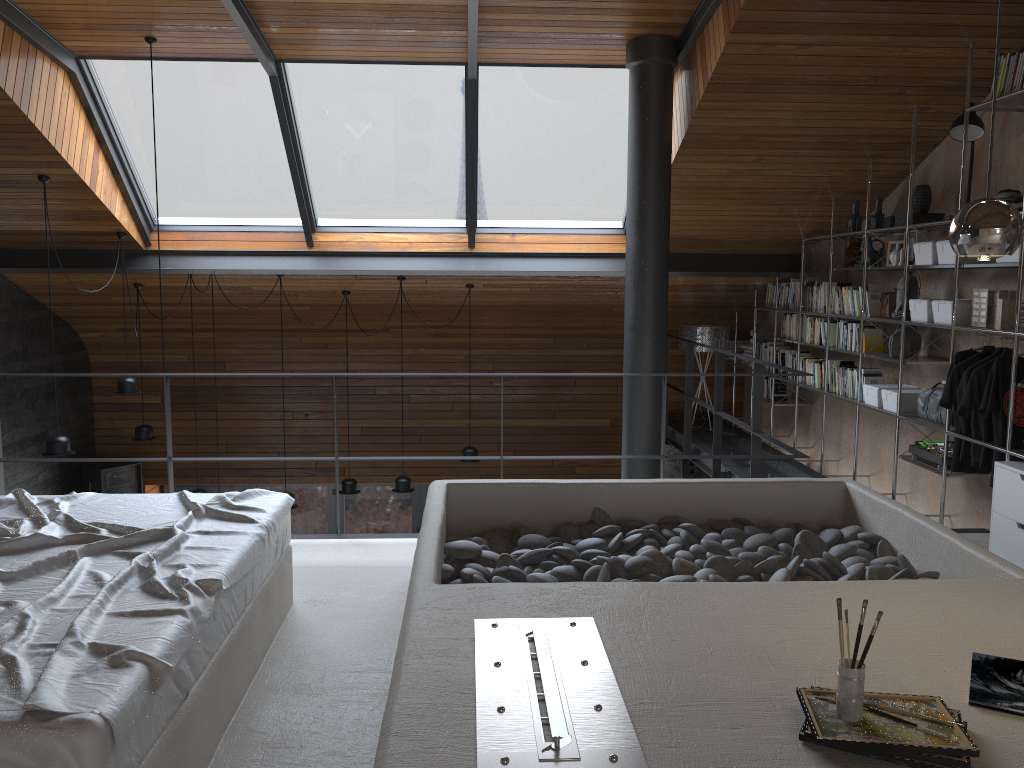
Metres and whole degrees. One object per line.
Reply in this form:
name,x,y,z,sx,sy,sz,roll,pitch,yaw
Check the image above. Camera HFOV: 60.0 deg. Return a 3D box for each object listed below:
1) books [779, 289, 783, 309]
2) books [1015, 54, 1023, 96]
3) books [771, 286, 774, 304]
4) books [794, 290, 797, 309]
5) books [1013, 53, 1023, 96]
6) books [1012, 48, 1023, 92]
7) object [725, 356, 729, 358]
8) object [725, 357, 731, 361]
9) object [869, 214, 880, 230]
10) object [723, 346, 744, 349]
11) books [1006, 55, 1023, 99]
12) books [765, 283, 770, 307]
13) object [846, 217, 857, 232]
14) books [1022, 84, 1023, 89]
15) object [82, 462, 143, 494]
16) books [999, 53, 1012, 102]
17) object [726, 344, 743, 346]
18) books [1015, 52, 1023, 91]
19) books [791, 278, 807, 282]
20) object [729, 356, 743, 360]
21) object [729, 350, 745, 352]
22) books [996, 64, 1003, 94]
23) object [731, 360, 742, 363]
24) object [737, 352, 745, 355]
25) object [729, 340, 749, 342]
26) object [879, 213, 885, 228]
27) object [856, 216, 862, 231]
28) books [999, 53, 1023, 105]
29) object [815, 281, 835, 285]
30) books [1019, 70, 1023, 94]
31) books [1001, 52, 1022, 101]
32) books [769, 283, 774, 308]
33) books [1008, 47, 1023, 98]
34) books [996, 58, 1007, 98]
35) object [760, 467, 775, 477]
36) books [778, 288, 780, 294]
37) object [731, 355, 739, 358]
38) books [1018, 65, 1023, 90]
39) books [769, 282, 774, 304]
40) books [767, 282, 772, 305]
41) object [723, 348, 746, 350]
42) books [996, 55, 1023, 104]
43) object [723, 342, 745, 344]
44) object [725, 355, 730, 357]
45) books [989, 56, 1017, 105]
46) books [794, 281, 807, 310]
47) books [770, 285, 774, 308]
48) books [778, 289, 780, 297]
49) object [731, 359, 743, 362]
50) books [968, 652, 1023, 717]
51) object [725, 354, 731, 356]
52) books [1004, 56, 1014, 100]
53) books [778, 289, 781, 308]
books,2.383,-0.738,7.680,0.112,0.173,0.054,0,7,-3
books,2.566,-1.527,4.371,0.139,0.199,0.074,0,7,-3
books,2.401,-0.783,7.936,0.146,0.208,0.071,0,7,-3
books,2.418,-0.709,7.368,0.131,0.178,0.057,0,7,-3
books,2.558,-1.529,4.389,0.127,0.197,0.063,0,7,-3
books,2.570,-1.545,4.406,0.129,0.226,0.069,0,7,-3
object,2.351,-0.284,9.267,0.216,0.013,0.161,0,7,-3
object,2.337,-0.265,9.268,0.234,0.025,0.176,0,7,-3
object,2.504,-1.109,6.119,0.029,0.117,0.086,-1,7,-12
object,2.332,-0.389,9.238,0.252,0.028,0.180,0,7,-3
books,2.571,-1.540,4.454,0.146,0.208,0.071,0,7,-3
books,2.389,-0.809,8.064,0.148,0.229,0.073,0,7,-3
object,2.437,-1.135,6.362,0.029,0.117,0.086,-2,7,-17
books,2.563,-1.522,4.307,0.125,0.204,0.072,0,7,-3
object,-4.139,1.955,9.102,0.686,2.298,0.639,5,8,35
books,2.574,-1.559,4.516,0.148,0.229,0.073,0,7,-3
object,2.343,-0.414,9.252,0.233,0.021,0.174,0,7,-3
books,2.549,-1.524,4.348,0.127,0.197,0.063,0,7,-3
books,2.425,-0.763,7.530,0.143,0.264,0.088,0,7,-3
object,2.362,-0.260,9.003,0.262,0.025,0.176,0,7,-3
object,2.335,-0.351,9.242,0.246,0.016,0.182,0,7,-3
books,2.558,-1.544,4.548,0.131,0.178,0.057,0,7,-3
object,2.349,-0.228,9.012,0.201,0.012,0.161,0,7,-3
object,2.343,-0.307,9.005,0.203,0.013,0.161,0,7,-3
object,2.335,-0.450,9.259,0.246,0.016,0.182,0,7,-3
object,2.511,-1.097,6.022,0.029,0.117,0.086,3,7,22
object,2.451,-1.124,6.266,0.029,0.117,0.086,2,7,17
books,2.597,-1.578,4.591,0.206,0.249,0.074,0,7,-3
object,2.453,-0.686,6.966,0.146,0.240,0.023,0,7,-3
books,2.552,-1.508,4.330,0.119,0.169,0.058,0,7,-3
books,2.575,-1.554,4.489,0.160,0.228,0.080,0,7,-3
books,2.405,-0.797,7.971,0.160,0.228,0.080,0,7,-3
books,2.565,-1.551,4.420,0.143,0.233,0.081,0,7,-3
books,2.565,-1.554,4.532,0.149,0.202,0.067,0,7,-3
object,2.419,1.200,8.604,0.305,0.839,0.237,0,7,-1
books,2.385,-0.750,7.761,0.117,0.180,0.059,0,7,-3
object,2.350,-0.278,9.000,0.201,0.013,0.161,0,7,-3
books,2.557,-1.523,4.337,0.127,0.197,0.063,0,7,-3
books,2.404,-0.801,7.998,0.148,0.229,0.073,0,7,-3
books,2.407,-0.805,8.037,0.169,0.229,0.077,0,7,-3
object,2.335,-0.366,9.241,0.246,0.016,0.182,0,7,-3
books,2.577,-1.563,4.555,0.169,0.229,0.077,0,7,-3
object,2.335,-0.433,9.250,0.246,0.016,0.182,0,7,-3
object,2.350,-0.298,9.274,0.218,0.013,0.161,0,7,-3
books,2.559,-1.567,4.581,0.148,0.229,0.073,0,7,-3
books,2.457,-0.737,7.383,0.191,0.244,0.075,0,7,-3
books,2.388,-0.782,7.949,0.130,0.202,0.063,0,7,-3
books,2.379,-0.746,7.751,0.112,0.173,0.054,0,7,-3
object,2.365,-0.242,9.015,0.226,0.012,0.159,0,7,-3
books,1.144,0.643,1.836,0.347,0.019,0.260,4,8,28
object,2.336,-0.309,9.264,0.243,0.012,0.159,0,7,-3
books,2.558,-1.539,4.467,0.130,0.202,0.063,0,7,-3
books,2.376,-0.741,7.725,0.111,0.171,0.056,0,7,-3
